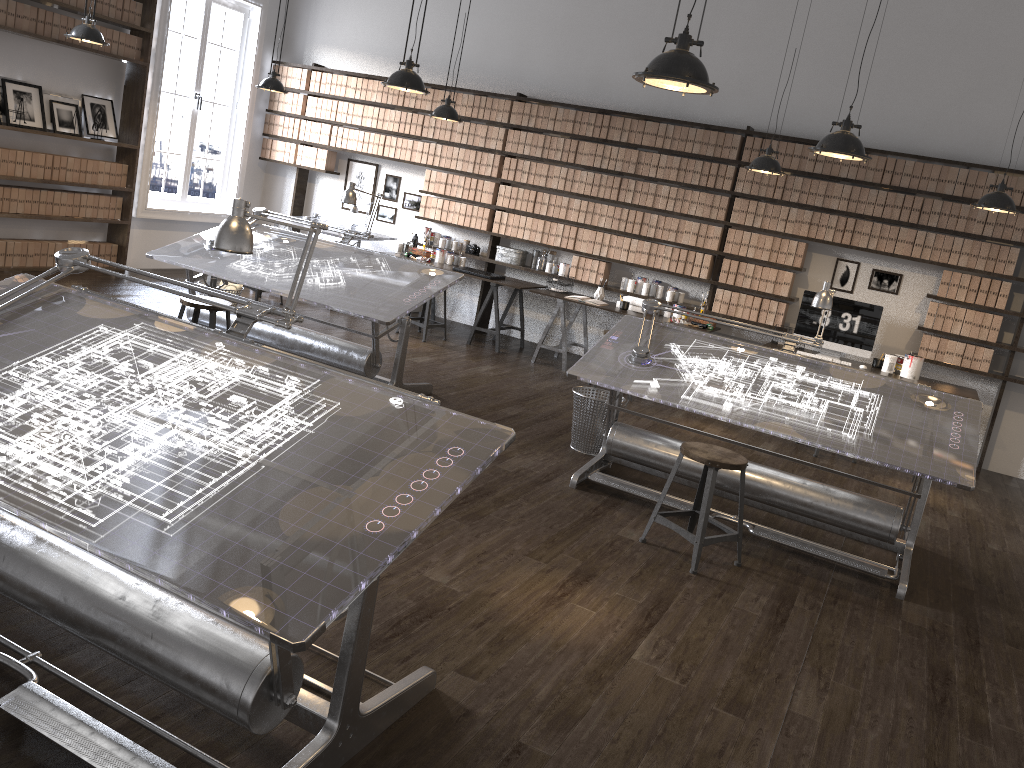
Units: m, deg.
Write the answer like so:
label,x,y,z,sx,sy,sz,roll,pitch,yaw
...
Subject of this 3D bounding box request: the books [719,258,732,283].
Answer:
label,x,y,z,sx,sy,sz,roll,pitch,yaw
books,1.970,-1.034,8.127,0.067,0.223,0.175,15,11,23

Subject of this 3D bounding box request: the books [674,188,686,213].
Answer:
label,x,y,z,sx,sy,sz,roll,pitch,yaw
books,1.581,-1.703,8.259,0.067,0.224,0.175,15,11,23

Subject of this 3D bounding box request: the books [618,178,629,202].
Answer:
label,x,y,z,sx,sy,sz,roll,pitch,yaw
books,1.094,-1.848,8.483,0.067,0.224,0.175,15,11,23

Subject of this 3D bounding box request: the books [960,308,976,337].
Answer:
label,x,y,z,sx,sy,sz,roll,pitch,yaw
books,3.758,-0.503,7.303,0.067,0.224,0.175,15,11,23

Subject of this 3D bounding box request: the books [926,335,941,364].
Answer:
label,x,y,z,sx,sy,sz,roll,pitch,yaw
books,3.531,-0.290,7.429,0.067,0.224,0.175,15,11,23

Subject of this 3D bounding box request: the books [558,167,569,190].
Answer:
label,x,y,z,sx,sy,sz,roll,pitch,yaw
books,0.533,-2.013,8.733,0.067,0.224,0.175,15,11,23

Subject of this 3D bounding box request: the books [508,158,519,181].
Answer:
label,x,y,z,sx,sy,sz,roll,pitch,yaw
books,0.041,-2.158,8.958,0.067,0.224,0.175,15,11,23

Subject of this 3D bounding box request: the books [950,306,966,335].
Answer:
label,x,y,z,sx,sy,sz,roll,pitch,yaw
books,3.696,-0.523,7.335,0.067,0.224,0.175,15,11,23

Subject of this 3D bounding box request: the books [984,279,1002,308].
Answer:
label,x,y,z,sx,sy,sz,roll,pitch,yaw
books,3.916,-0.737,7.216,0.067,0.223,0.175,15,11,23

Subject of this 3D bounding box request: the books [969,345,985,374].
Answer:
label,x,y,z,sx,sy,sz,roll,pitch,yaw
books,3.830,-0.203,7.300,0.067,0.224,0.175,15,11,23

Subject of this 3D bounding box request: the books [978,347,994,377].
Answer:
label,x,y,z,sx,sy,sz,roll,pitch,yaw
books,3.885,-0.185,7.267,0.067,0.224,0.175,15,11,23

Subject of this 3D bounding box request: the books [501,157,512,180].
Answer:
label,x,y,z,sx,sy,sz,roll,pitch,yaw
books,-0.022,-2.178,8.993,0.067,0.223,0.175,15,11,23

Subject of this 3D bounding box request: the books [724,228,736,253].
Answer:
label,x,y,z,sx,sy,sz,roll,pitch,yaw
books,2.007,-1.303,8.089,0.067,0.224,0.175,15,11,23

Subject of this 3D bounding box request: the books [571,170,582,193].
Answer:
label,x,y,z,sx,sy,sz,roll,pitch,yaw
books,0.659,-1.977,8.682,0.067,0.224,0.175,15,11,23

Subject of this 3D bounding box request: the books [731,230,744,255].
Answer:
label,x,y,z,sx,sy,sz,roll,pitch,yaw
books,2.067,-1.284,8.059,0.067,0.224,0.175,15,11,23

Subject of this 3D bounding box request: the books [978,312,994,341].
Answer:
label,x,y,z,sx,sy,sz,roll,pitch,yaw
books,3.875,-0.470,7.254,0.067,0.223,0.175,15,11,23

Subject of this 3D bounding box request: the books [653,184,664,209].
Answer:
label,x,y,z,sx,sy,sz,roll,pitch,yaw
books,1.400,-1.757,8.341,0.067,0.223,0.175,15,11,23

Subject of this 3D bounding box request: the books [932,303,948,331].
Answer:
label,x,y,z,sx,sy,sz,roll,pitch,yaw
books,3.573,-0.560,7.393,0.067,0.224,0.175,15,11,23

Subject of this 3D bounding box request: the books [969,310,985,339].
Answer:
label,x,y,z,sx,sy,sz,roll,pitch,yaw
books,3.817,-0.486,7.276,0.067,0.224,0.175,15,11,23

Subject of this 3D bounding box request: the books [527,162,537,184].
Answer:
label,x,y,z,sx,sy,sz,roll,pitch,yaw
books,0.235,-2.102,8.875,0.067,0.224,0.175,15,11,23

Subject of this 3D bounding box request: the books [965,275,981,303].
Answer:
label,x,y,z,sx,sy,sz,roll,pitch,yaw
books,3.785,-0.776,7.276,0.067,0.224,0.175,15,11,23

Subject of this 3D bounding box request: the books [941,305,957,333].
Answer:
label,x,y,z,sx,sy,sz,roll,pitch,yaw
books,3.636,-0.542,7.367,0.067,0.224,0.175,15,11,23

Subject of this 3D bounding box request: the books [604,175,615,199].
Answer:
label,x,y,z,sx,sy,sz,roll,pitch,yaw
books,0.962,-1.887,8.543,0.067,0.223,0.175,15,11,23

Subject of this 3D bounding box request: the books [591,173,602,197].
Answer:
label,x,y,z,sx,sy,sz,roll,pitch,yaw
books,0.846,-1.920,8.589,0.067,0.224,0.175,15,11,23

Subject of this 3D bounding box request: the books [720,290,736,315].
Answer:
label,x,y,z,sx,sy,sz,roll,pitch,yaw
books,1.980,-0.748,8.137,0.067,0.224,0.175,15,11,23

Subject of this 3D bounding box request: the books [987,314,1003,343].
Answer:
label,x,y,z,sx,sy,sz,roll,pitch,yaw
books,3.937,-0.452,7.227,0.067,0.224,0.175,15,11,23

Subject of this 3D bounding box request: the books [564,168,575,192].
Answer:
label,x,y,z,sx,sy,sz,roll,pitch,yaw
books,0.597,-1.995,8.708,0.067,0.224,0.175,15,11,23

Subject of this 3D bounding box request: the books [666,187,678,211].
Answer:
label,x,y,z,sx,sy,sz,roll,pitch,yaw
books,1.518,-1.721,8.284,0.067,0.224,0.175,15,11,23

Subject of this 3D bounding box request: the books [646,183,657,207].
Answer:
label,x,y,z,sx,sy,sz,roll,pitch,yaw
books,1.339,-1.774,8.364,0.067,0.224,0.175,15,11,23

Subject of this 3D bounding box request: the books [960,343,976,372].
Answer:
label,x,y,z,sx,sy,sz,roll,pitch,yaw
books,3.768,-0.221,7.326,0.067,0.224,0.175,15,11,23

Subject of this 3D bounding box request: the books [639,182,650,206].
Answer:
label,x,y,z,sx,sy,sz,roll,pitch,yaw
books,1.282,-1.792,8.397,0.067,0.224,0.175,15,11,23

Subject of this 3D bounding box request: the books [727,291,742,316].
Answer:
label,x,y,z,sx,sy,sz,roll,pitch,yaw
books,2.044,-0.729,8.108,0.067,0.224,0.175,15,11,23

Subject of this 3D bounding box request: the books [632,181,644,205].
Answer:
label,x,y,z,sx,sy,sz,roll,pitch,yaw
books,1.219,-1.811,8.425,0.067,0.224,0.175,15,11,23

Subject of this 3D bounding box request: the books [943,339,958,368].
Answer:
label,x,y,z,sx,sy,sz,roll,pitch,yaw
books,3.646,-0.256,7.380,0.067,0.223,0.175,15,11,23

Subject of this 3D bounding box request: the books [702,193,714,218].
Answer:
label,x,y,z,sx,sy,sz,roll,pitch,yaw
books,1.825,-1.630,8.142,0.067,0.224,0.175,15,11,23

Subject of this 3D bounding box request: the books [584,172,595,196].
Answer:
label,x,y,z,sx,sy,sz,roll,pitch,yaw
books,0.782,-1.939,8.618,0.067,0.224,0.175,15,11,23

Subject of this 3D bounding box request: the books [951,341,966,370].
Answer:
label,x,y,z,sx,sy,sz,roll,pitch,yaw
books,3.704,-0.239,7.351,0.067,0.224,0.175,15,11,23

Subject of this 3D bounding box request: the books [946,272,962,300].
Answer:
label,x,y,z,sx,sy,sz,roll,pitch,yaw
books,3.659,-0.813,7.333,0.067,0.224,0.175,15,11,23

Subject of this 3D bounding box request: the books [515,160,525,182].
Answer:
label,x,y,z,sx,sy,sz,roll,pitch,yaw
books,0.110,-2.139,8.933,0.067,0.224,0.175,15,11,23

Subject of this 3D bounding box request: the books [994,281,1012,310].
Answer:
label,x,y,z,sx,sy,sz,roll,pitch,yaw
books,3.982,-0.717,7.183,0.067,0.223,0.175,15,11,23

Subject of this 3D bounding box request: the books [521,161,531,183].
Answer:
label,x,y,z,sx,sy,sz,roll,pitch,yaw
books,0.170,-2.120,8.900,0.067,0.224,0.175,15,11,23

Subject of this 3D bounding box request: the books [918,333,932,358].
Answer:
label,x,y,z,sx,sy,sz,roll,pitch,yaw
books,3.474,-0.308,7.462,0.067,0.224,0.175,15,11,23

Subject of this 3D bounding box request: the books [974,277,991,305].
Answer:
label,x,y,z,sx,sy,sz,roll,pitch,yaw
books,3.849,-0.756,7.241,0.067,0.224,0.175,15,11,23

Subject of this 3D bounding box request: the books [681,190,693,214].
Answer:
label,x,y,z,sx,sy,sz,roll,pitch,yaw
books,1.644,-1.685,8.232,0.067,0.224,0.175,15,11,23

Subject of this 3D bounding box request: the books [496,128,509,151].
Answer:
label,x,y,z,sx,sy,sz,roll,pitch,yaw
books,-0.075,-2.472,8.989,0.067,0.224,0.175,15,11,23

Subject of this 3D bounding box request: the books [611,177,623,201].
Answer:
label,x,y,z,sx,sy,sz,roll,pitch,yaw
books,1.025,-1.867,8.508,0.067,0.224,0.175,15,11,23

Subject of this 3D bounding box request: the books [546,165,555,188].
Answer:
label,x,y,z,sx,sy,sz,roll,pitch,yaw
books,0.415,-2.048,8.791,0.067,0.223,0.175,15,11,23

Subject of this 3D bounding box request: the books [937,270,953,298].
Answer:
label,x,y,z,sx,sy,sz,roll,pitch,yaw
books,3.596,-0.832,7.361,0.067,0.224,0.175,15,11,23

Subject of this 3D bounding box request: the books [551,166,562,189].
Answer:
label,x,y,z,sx,sy,sz,roll,pitch,yaw
books,0.470,-2.032,8.764,0.067,0.223,0.175,15,11,23

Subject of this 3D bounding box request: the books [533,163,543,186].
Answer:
label,x,y,z,sx,sy,sz,roll,pitch,yaw
books,0.297,-2.084,8.846,0.067,0.224,0.175,15,11,23

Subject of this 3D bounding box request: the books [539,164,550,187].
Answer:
label,x,y,z,sx,sy,sz,roll,pitch,yaw
books,0.354,-2.065,8.814,0.067,0.224,0.175,15,11,23

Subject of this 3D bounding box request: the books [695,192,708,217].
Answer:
label,x,y,z,sx,sy,sz,roll,pitch,yaw
books,1.766,-1.647,8.169,0.067,0.224,0.175,15,11,23

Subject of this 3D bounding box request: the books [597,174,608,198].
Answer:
label,x,y,z,sx,sy,sz,roll,pitch,yaw
books,0.903,-1.904,8.567,0.067,0.223,0.175,15,11,23

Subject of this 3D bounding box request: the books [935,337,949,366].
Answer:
label,x,y,z,sx,sy,sz,roll,pitch,yaw
books,3.591,-0.273,7.407,0.067,0.223,0.175,15,11,23

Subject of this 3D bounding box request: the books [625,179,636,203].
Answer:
label,x,y,z,sx,sy,sz,roll,pitch,yaw
books,1.155,-1.829,8.450,0.067,0.224,0.175,15,11,23

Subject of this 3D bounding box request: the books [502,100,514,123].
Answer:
label,x,y,z,sx,sy,sz,roll,pitch,yaw
books,-0.018,-2.736,8.939,0.067,0.224,0.175,15,11,23

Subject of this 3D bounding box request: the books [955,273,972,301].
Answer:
label,x,y,z,sx,sy,sz,roll,pitch,yaw
books,3.720,-0.794,7.301,0.067,0.224,0.175,15,11,23

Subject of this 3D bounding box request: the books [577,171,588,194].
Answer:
label,x,y,z,sx,sy,sz,roll,pitch,yaw
books,0.719,-1.958,8.650,0.067,0.224,0.175,15,11,23

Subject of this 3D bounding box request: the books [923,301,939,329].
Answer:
label,x,y,z,sx,sy,sz,roll,pitch,yaw
books,3.510,-0.578,7.418,0.067,0.224,0.175,15,11,23
